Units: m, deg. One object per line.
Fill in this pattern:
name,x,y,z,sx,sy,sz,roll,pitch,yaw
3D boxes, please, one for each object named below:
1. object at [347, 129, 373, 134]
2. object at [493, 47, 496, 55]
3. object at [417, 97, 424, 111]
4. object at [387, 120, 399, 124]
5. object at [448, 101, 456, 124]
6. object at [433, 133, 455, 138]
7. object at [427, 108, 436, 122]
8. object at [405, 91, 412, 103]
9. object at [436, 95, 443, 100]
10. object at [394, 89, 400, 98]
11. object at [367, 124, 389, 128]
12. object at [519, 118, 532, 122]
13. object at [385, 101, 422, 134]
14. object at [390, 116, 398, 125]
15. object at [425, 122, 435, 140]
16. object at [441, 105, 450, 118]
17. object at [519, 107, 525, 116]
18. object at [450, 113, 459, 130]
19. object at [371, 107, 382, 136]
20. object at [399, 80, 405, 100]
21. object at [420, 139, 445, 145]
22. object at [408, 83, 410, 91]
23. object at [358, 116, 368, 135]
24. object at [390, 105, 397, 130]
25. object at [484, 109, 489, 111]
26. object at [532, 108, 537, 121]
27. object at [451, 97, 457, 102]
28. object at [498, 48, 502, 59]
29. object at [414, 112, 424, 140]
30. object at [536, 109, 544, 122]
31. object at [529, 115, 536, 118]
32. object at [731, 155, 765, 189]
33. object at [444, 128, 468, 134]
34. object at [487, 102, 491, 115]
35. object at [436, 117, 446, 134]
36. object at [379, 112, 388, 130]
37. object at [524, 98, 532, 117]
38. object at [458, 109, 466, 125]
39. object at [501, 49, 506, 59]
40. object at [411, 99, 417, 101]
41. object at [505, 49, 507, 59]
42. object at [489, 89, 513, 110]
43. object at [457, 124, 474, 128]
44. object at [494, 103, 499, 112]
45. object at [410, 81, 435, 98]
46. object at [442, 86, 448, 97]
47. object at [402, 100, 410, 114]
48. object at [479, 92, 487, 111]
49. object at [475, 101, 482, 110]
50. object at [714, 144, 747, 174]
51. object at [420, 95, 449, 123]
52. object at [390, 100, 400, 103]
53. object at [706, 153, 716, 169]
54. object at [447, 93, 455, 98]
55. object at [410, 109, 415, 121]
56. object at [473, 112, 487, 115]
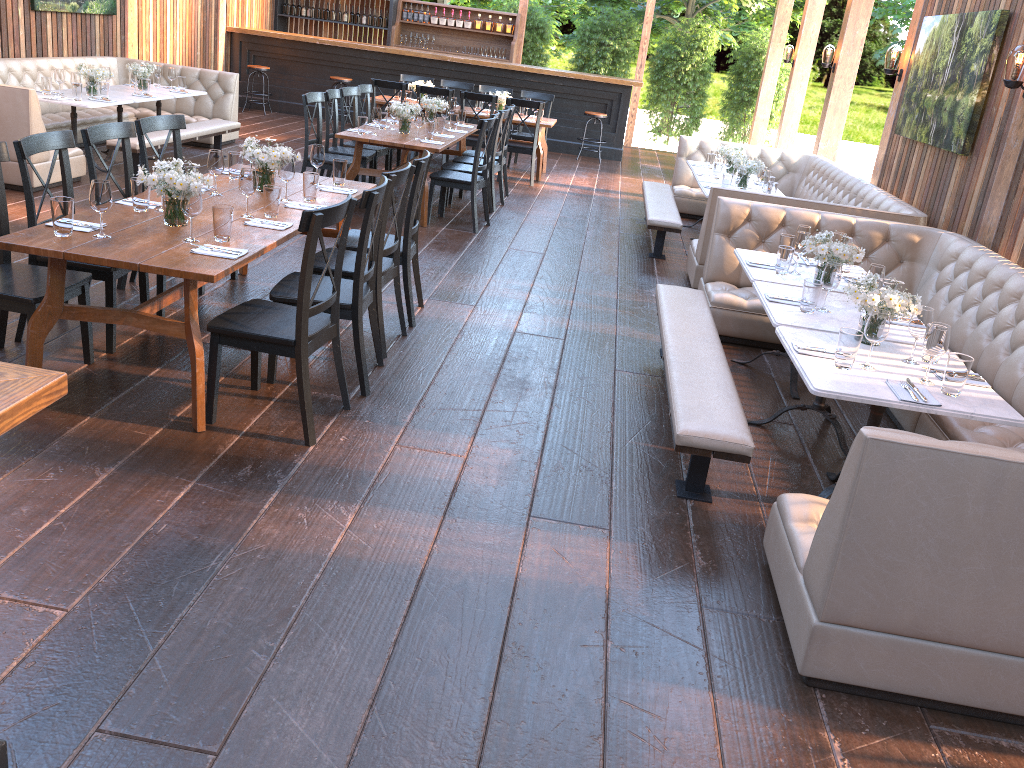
object,-1.393,-2.343,8.193,0.255,0.018,0.161,9,22,4
object,-0.313,-6.048,16.148,0.073,0.177,0.075,0,20,-20
object,-1.007,-3.007,9.682,0.093,0.239,0.093,-9,25,-40
object,-1.255,-2.749,9.256,0.255,0.018,0.161,9,22,4
object,-0.670,-3.006,9.792,0.093,0.239,0.093,-9,25,-40
object,-0.691,-2.442,8.679,0.255,0.018,0.161,9,22,4
object,-0.800,-2.602,8.743,0.093,0.239,0.093,-9,25,-40
object,-1.338,-3.690,11.394,0.092,0.155,0.093,19,22,29
object,-0.974,-3.847,11.908,0.092,0.155,0.093,19,22,29
object,-1.558,-3.942,11.953,0.092,0.155,0.093,19,22,29
object,-1.302,-2.556,8.756,0.255,0.018,0.161,9,22,4
object,0.171,-3.368,11.276,0.157,0.018,0.260,9,22,4
object,-1.030,-2.553,8.455,0.333,0.303,0.339,23,25,36
object,-1.204,-2.740,9.064,0.092,0.155,0.093,19,22,29
object,-0.770,-2.358,8.253,0.092,0.155,0.093,-8,24,-37
object,-0.699,-2.787,9.236,0.093,0.239,0.093,-9,25,-40
object,0.131,-3.670,11.832,0.092,0.155,0.093,19,22,29
object,-0.611,-2.757,9.304,0.092,0.155,0.093,19,22,29
object,-1.240,-2.395,8.075,0.092,0.239,0.094,-6,24,-35
object,-1.482,-3.935,11.846,0.093,0.239,0.093,-9,25,-40
object,-0.751,-2.225,8.111,0.255,0.018,0.161,9,22,4
object,-1.374,-3.776,11.486,0.093,0.239,0.093,-9,25,-40
object,-1.355,-2.341,8.017,0.093,0.155,0.092,24,25,38
object,-1.148,-2.605,8.632,0.093,0.239,0.093,-9,25,-40
object,-0.301,-3.691,11.927,0.157,0.018,0.260,9,22,4
object,0.295,-3.506,11.361,0.093,0.239,0.093,-9,25,-40
object,-0.758,-3.597,11.354,0.092,0.155,0.093,19,22,29
object,-0.222,-6.001,16.061,0.073,0.177,0.075,0,20,-20
object,-0.861,-2.382,8.169,0.092,0.239,0.094,-6,24,-35
object,0.353,-3.415,11.266,0.092,0.155,0.093,19,22,29
object,0.300,-3.594,11.883,0.157,0.018,0.260,9,22,4
object,2.173,-1.966,8.199,0.331,0.303,0.340,17,22,25
object,-0.590,-2.628,9.172,0.255,0.018,0.161,9,22,4
object,-0.285,-3.601,11.407,0.093,0.239,0.093,-9,25,-40
object,-0.711,-2.572,8.811,0.092,0.155,0.093,19,22,29
object,-1.251,-2.550,8.574,0.092,0.155,0.093,19,22,29
object,0.209,-3.661,11.720,0.093,0.239,0.093,-9,25,-40
object,-0.560,-2.971,9.855,0.092,0.155,0.093,19,22,29
object,-0.155,-5.980,16.029,0.073,0.177,0.075,0,20,-20
object,-1.382,-3.868,12.011,0.157,0.018,0.260,9,22,4
object,-0.139,-6.008,16.106,0.073,0.177,0.075,0,20,-20
object,-0.149,-3.678,11.558,0.340,0.303,0.332,22,25,34
object,-0.549,-2.846,9.731,0.255,0.018,0.161,9,22,4
object,-0.223,-3.512,11.319,0.092,0.155,0.093,19,22,29
object,-1.184,-3.854,11.655,0.336,0.303,0.335,-4,23,-28
object,-0.903,-3.843,11.808,0.093,0.239,0.093,-9,25,-40
object,-1.104,-2.795,9.120,0.093,0.239,0.093,-9,25,-40
object,-0.384,-3.758,11.768,0.093,0.239,0.093,-9,25,-40
object,-0.448,-3.757,11.857,0.092,0.155,0.093,19,22,29
object,2.267,-2.314,9.102,0.329,0.303,0.343,0,22,-20
object,-0.854,-2.927,9.447,0.329,0.303,0.343,-3,23,-27
object,-1.492,-3.637,11.397,0.157,0.018,0.260,9,22,4
object,2.090,-2.343,9.315,0.092,0.155,0.094,5,20,-9
object,-0.793,-3.678,11.433,0.093,0.239,0.093,-9,25,-40
object,-1.093,-2.949,9.624,0.092,0.155,0.093,19,22,29
object,-0.408,-3.461,11.316,0.157,0.018,0.260,9,22,4
